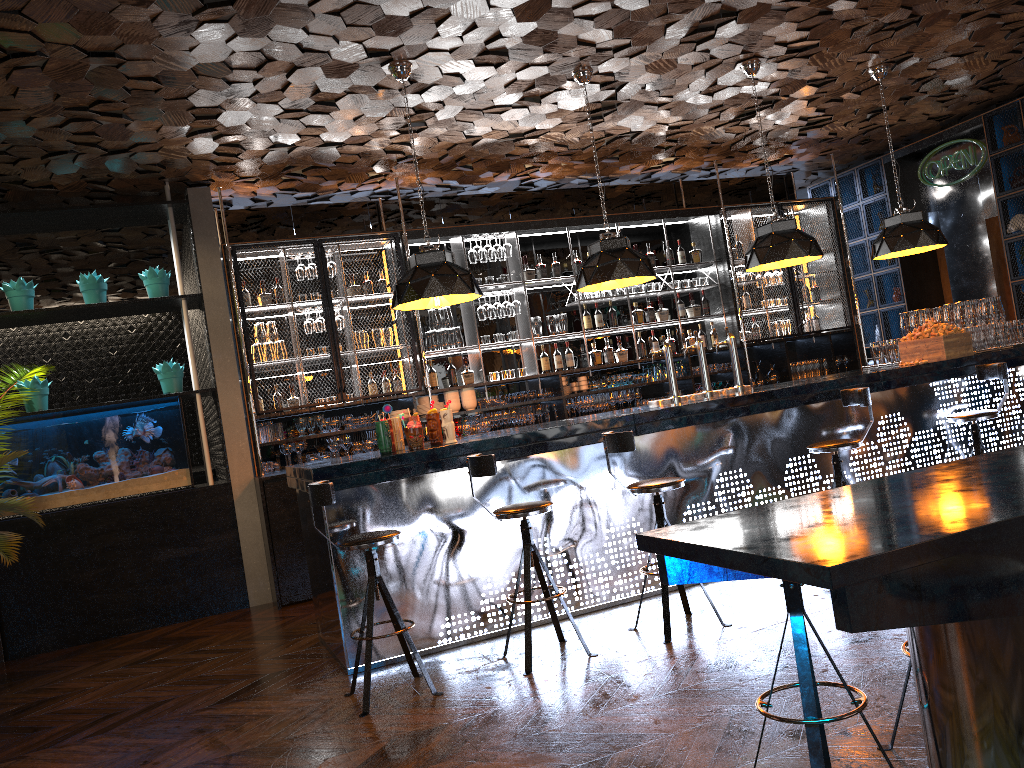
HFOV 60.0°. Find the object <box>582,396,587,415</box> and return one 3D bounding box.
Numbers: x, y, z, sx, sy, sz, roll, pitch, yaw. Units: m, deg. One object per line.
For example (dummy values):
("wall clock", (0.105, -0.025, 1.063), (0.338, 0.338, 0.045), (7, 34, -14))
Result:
("object", (0.737, 0.236, 8.919), (0.058, 0.234, 0.058), (-9, -1, 1))

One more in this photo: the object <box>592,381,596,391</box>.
("object", (0.845, 0.016, 9.031), (0.058, 0.099, 0.067), (-9, -1, -19))

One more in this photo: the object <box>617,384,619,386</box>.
("object", (1.112, -0.035, 9.258), (0.108, 0.126, 0.108), (-10, -1, 40))

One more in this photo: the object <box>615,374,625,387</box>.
("object", (1.096, -0.037, 8.993), (0.100, 0.125, 0.100), (-9, -1, 18))

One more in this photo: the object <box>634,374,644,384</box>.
("object", (1.298, -0.054, 9.048), (0.098, 0.097, 0.098), (-8, -1, -42))

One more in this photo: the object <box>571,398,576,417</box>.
("object", (0.629, 0.256, 8.929), (0.108, 0.227, 0.108), (-10, -1, 33))

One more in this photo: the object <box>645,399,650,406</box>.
("object", (1.394, 0.204, 9.074), (0.067, 0.100, 0.067), (-8, -1, -29))

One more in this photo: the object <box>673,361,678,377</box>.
("object", (1.720, -0.153, 9.311), (0.115, 0.172, 0.101), (-8, -1, -37))

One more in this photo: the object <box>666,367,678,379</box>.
("object", (1.636, -0.143, 9.144), (0.115, 0.172, 0.101), (-8, -1, -37))

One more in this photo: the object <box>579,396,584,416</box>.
("object", (0.710, 0.241, 8.986), (0.058, 0.234, 0.058), (-10, -2, 44))

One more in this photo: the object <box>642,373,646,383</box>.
("object", (1.354, -0.060, 9.179), (0.098, 0.097, 0.098), (-9, -1, 3))

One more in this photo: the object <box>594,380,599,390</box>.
("object", (0.859, 0.012, 8.934), (0.058, 0.099, 0.067), (-10, -1, 38))

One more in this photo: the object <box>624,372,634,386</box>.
("object", (1.197, -0.053, 9.036), (0.108, 0.126, 0.108), (-9, -1, 13))

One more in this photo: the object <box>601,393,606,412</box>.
("object", (0.934, 0.207, 8.965), (0.049, 0.231, 0.049), (-9, -1, -17))

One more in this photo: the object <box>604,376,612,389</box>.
("object", (1.008, -0.019, 9.217), (0.100, 0.125, 0.100), (-9, -1, -8))

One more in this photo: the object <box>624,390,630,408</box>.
("object", (1.199, 0.170, 9.146), (0.091, 0.229, 0.091), (-8, -1, -28))

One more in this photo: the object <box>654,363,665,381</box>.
("object", (1.501, -0.123, 9.101), (0.115, 0.172, 0.101), (-9, -1, 8))

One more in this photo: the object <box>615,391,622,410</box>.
("object", (1.111, 0.184, 9.113), (0.091, 0.229, 0.091), (-9, -1, 11))

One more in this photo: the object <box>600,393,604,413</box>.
("object", (0.916, 0.211, 9.028), (0.049, 0.231, 0.049), (-9, -1, -13))

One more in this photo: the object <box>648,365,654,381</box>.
("object", (1.454, -0.113, 9.211), (0.115, 0.172, 0.101), (-9, -1, -12))

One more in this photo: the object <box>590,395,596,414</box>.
("object", (0.815, 0.223, 8.868), (0.058, 0.234, 0.058), (-9, -1, -18))

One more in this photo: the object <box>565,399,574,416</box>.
("object", (0.563, 0.263, 8.774), (0.108, 0.227, 0.108), (-8, -1, -30))

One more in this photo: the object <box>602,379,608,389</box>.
("object", (0.927, 0.001, 8.929), (0.067, 0.099, 0.058), (-9, -1, 14))

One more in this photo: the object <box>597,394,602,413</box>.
("object", (0.886, 0.213, 8.876), (0.049, 0.231, 0.049), (-9, -1, -10))

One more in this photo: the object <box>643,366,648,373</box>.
("object", (1.416, -0.105, 9.327), (0.115, 0.172, 0.101), (-8, -1, -37))

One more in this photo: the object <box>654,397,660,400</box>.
("object", (1.491, 0.190, 9.110), (0.067, 0.099, 0.067), (-10, -1, 40))

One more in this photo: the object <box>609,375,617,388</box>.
("object", (1.053, -0.029, 9.108), (0.100, 0.125, 0.100), (-9, -1, 26))

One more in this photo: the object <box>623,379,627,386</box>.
("object", (1.157, -0.045, 9.144), (0.108, 0.126, 0.108), (-8, -1, -27))

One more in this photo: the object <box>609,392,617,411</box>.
("object", (1.025, 0.194, 8.952), (0.091, 0.229, 0.091), (-8, -1, -35))

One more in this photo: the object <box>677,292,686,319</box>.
("object", (1.812, -0.836, 9.538), (0.086, 0.298, 0.086), (-9, -1, 27))

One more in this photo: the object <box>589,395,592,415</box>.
("object", (0.790, 0.228, 8.960), (0.058, 0.234, 0.058), (-9, -1, 12))

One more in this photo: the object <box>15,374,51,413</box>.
("object", (-3.877, 0.085, 7.185), (0.245, 0.325, 0.265), (-10, -1, 33))

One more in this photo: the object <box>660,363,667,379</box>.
("object", (1.586, -0.133, 9.262), (0.101, 0.172, 0.115), (-9, -1, 8))

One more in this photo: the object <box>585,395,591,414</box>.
("object", (0.765, 0.230, 8.839), (0.058, 0.234, 0.058), (-9, -1, 21))

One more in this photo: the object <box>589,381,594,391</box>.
("object", (0.818, 0.021, 9.094), (0.058, 0.099, 0.067), (-10, -1, 29))

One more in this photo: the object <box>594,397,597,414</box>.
("object", (0.848, 0.221, 8.999), (0.049, 0.231, 0.049), (-9, -1, 15))

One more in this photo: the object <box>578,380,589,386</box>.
("object", (0.714, 0.003, 8.893), (0.094, 0.069, 0.106), (-9, -1, 20))

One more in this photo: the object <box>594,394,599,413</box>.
("object", (0.864, 0.218, 8.939), (0.049, 0.231, 0.049), (-9, -1, -13))

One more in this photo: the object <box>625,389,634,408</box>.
("object", (1.203, 0.167, 9.027), (0.091, 0.229, 0.091), (-9, -1, 6))

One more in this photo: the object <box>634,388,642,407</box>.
("object", (1.292, 0.154, 9.060), (0.091, 0.229, 0.091), (-10, -1, 41))

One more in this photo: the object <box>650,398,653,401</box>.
("object", (1.446, 0.200, 9.226), (0.067, 0.099, 0.067), (-10, -1, 40))

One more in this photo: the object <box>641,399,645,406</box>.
("object", (1.366, 0.211, 9.184), (0.067, 0.100, 0.067), (-8, -1, -29))

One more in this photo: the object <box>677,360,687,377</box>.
("object", (1.756, -0.161, 9.200), (0.101, 0.172, 0.115), (-9, -1, 8))

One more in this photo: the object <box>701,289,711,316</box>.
("object", (2.099, -0.880, 9.648), (0.086, 0.299, 0.086), (-9, -1, 27))

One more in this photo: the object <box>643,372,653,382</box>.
("object", (1.395, -0.068, 9.080), (0.098, 0.097, 0.098), (-9, -1, 13))

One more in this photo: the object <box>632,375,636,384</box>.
("object", (1.264, -0.047, 9.143), (0.098, 0.097, 0.098), (-9, -1, 16))

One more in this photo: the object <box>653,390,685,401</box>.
("object", (1.638, 0.152, 9.291), (0.356, 0.134, 0.206), (-9, -1, -14))

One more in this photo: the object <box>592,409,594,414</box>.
("object", (0.820, 0.227, 9.057), (0.049, 0.231, 0.049), (-8, -1, -32))

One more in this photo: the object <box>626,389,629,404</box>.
("object", (1.215, 0.170, 9.278), (0.091, 0.229, 0.091), (-8, -1, -24))

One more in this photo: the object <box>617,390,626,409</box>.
("object", (1.118, 0.180, 8.995), (0.091, 0.229, 0.091), (-9, -1, 26))

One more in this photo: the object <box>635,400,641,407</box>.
("object", (1.318, 0.220, 9.284), (0.067, 0.100, 0.067), (-8, -1, -29))

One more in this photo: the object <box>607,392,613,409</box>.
("object", (1.022, 0.197, 9.078), (0.091, 0.229, 0.091), (-9, -1, -1))

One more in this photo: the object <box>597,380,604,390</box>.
("object", (0.885, 0.007, 8.871), (0.058, 0.099, 0.067), (-9, -1, 24))

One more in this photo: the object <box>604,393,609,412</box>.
("object", (0.956, 0.203, 8.904), (0.049, 0.231, 0.049), (-8, -1, -26))

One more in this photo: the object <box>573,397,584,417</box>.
("object", (0.669, 0.248, 8.817), (0.108, 0.227, 0.108), (-10, -1, 39))

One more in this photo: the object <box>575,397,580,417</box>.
("object", (0.681, 0.247, 9.065), (0.058, 0.234, 0.058), (-9, -1, -19))
